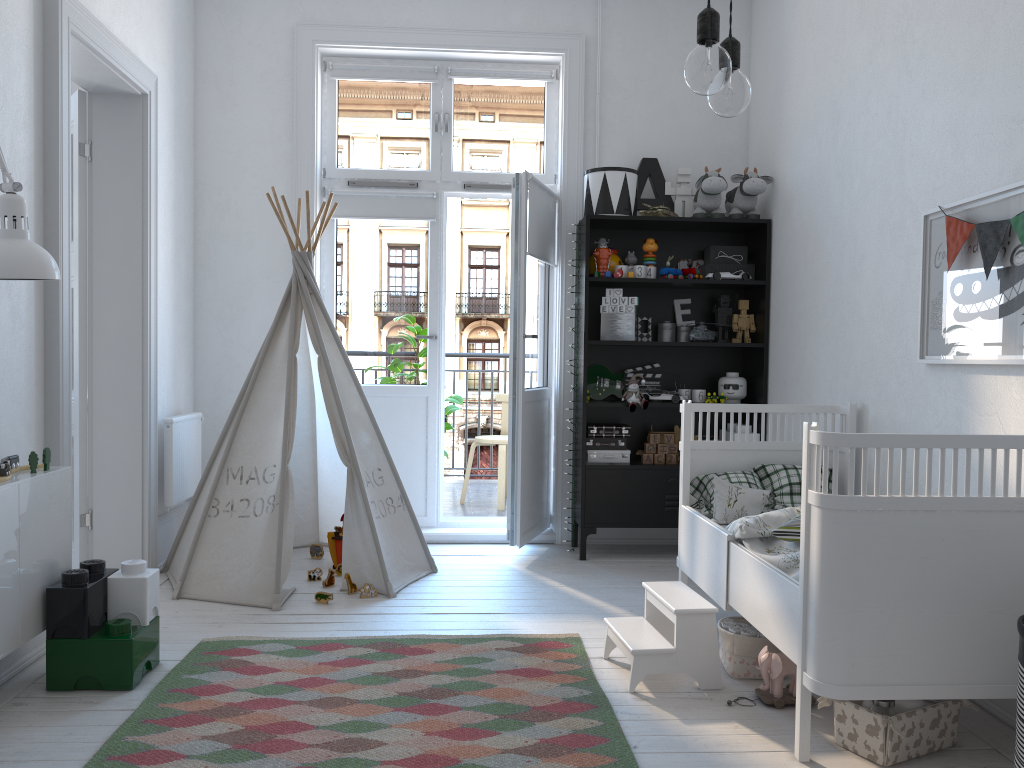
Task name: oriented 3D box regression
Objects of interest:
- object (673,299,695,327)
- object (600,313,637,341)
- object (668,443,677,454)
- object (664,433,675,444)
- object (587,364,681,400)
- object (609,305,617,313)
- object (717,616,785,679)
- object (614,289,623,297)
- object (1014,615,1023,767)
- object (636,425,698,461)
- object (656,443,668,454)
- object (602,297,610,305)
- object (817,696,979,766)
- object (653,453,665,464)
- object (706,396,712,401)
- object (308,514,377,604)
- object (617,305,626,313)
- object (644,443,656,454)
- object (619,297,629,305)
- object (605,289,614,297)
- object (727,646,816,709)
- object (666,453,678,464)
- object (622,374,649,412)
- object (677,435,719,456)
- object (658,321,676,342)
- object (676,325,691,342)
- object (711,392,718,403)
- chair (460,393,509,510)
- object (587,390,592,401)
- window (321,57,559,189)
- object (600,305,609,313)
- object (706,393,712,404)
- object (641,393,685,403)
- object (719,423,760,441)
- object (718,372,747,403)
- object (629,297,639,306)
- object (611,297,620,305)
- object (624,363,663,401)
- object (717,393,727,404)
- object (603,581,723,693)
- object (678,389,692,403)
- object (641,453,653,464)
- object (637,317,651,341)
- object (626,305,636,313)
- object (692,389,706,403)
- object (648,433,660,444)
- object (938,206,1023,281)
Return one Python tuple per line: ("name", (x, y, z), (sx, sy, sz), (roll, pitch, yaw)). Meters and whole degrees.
("object", (0.898, -0.371, 4.624), (0.107, 0.151, 0.055), (1, 2, -4))
("object", (0.530, -0.280, 4.406), (0.170, 0.138, 0.124), (1, 2, 11))
("object", (0.802, 0.323, 4.460), (0.050, 0.050, 0.050), (1, 2, -4))
("object", (0.790, 0.273, 4.444), (0.050, 0.050, 0.050), (1, 2, 16))
("object", (0.634, 0.020, 4.605), (0.542, 0.239, 0.093), (1, 2, -3))
("object", (0.498, -0.368, 4.381), (0.040, 0.040, 0.040), (1, 2, 1))
("object", (0.764, 0.835, 2.827), (0.215, 0.148, 0.240), (1, 2, 3))
("object", (0.523, -0.448, 4.365), (0.040, 0.040, 0.040), (1, 2, 6))
("object", (1.189, 0.685, 1.747), (0.345, 0.513, 0.346), (0, 2, -13))
("object", (0.812, 0.304, 4.566), (0.337, 0.186, 0.111), (1, 2, 11))
("object", (0.750, 0.323, 4.429), (0.050, 0.050, 0.050), (1, 2, -4))
("object", (0.465, -0.409, 4.378), (0.040, 0.040, 0.040), (1, 2, 6))
("object", (0.987, 0.844, 2.273), (0.360, 0.163, 0.242), (0, 2, -28))
("object", (0.733, 0.372, 4.430), (0.050, 0.050, 0.050), (1, 2, 1))
("object", (0.971, 0.074, 4.601), (0.163, 0.034, 0.069), (1, 2, -4))
("object", (-0.703, 0.714, 3.912), (0.385, 0.284, 0.856), (1, 2, -12))
("object", (0.540, -0.367, 4.364), (0.040, 0.040, 0.040), (1, 2, 11))
("object", (0.692, 0.321, 4.446), (0.050, 0.050, 0.050), (1, 2, -4))
("object", (0.554, -0.407, 4.360), (0.040, 0.040, 0.040), (2, 2, 26))
("object", (0.482, -0.449, 4.373), (0.040, 0.040, 0.040), (1, 2, 1))
("object", (0.738, 0.840, 2.554), (0.254, 0.152, 0.125), (1, 2, -5))
("object", (0.800, 0.373, 4.434), (0.050, 0.050, 0.050), (2, 2, 26))
("object", (0.602, 0.043, 4.310), (0.110, 0.186, 0.129), (0, 2, -17))
("object", (0.959, 0.331, 4.666), (0.347, 0.120, 0.034), (1, 2, -4))
("object", (0.799, -0.267, 4.579), (0.095, 0.110, 0.095), (1, 2, 1))
("object", (0.902, -0.255, 4.502), (0.078, 0.091, 0.246), (1, 2, -9))
("object", (1.014, 0.069, 4.446), (0.042, 0.054, 0.031), (1, 2, -3))
("chair", (-0.045, 0.428, 5.841), (0.436, 0.716, 0.498), (3, 3, 41))
("object", (0.384, 0.058, 4.513), (0.042, 0.054, 0.031), (1, 2, 7))
("window", (-0.375, -1.389, 4.725), (1.263, 0.660, 0.101), (1, 2, -4))
("object", (0.459, -0.369, 4.381), (0.040, 0.040, 0.040), (1, 2, 11))
("object", (0.975, 0.070, 4.390), (0.042, 0.054, 0.031), (-1, 3, -43))
("object", (0.751, 0.069, 4.437), (0.230, 0.048, 0.098), (1, 2, 21))
("object", (1.152, 0.302, 4.500), (0.132, 0.199, 0.267), (1, 2, -4))
("object", (1.119, 0.022, 4.502), (0.139, 0.162, 0.139), (0, 2, -29))
("object", (0.598, -0.406, 4.351), (0.040, 0.040, 0.040), (2, 2, 21))
("object", (0.509, -0.408, 4.369), (0.040, 0.040, 0.040), (1, 2, 16))
("object", (0.677, -0.010, 4.580), (0.201, 0.199, 0.048), (1, 2, -4))
("object", (1.046, 0.071, 4.418), (0.042, 0.054, 0.031), (3, 3, 42))
("object", (0.465, 0.782, 2.777), (0.288, 0.246, 0.332), (1, 2, -9))
("object", (0.874, 0.060, 4.484), (0.067, 0.067, 0.067), (1, 2, 10))
("object", (0.675, 0.371, 4.426), (0.050, 0.050, 0.050), (1, 2, -4))
("object", (0.688, -0.282, 4.606), (0.070, 0.135, 0.028), (1, 2, -4))
("object", (0.585, -0.366, 4.355), (0.040, 0.040, 0.040), (2, 2, 26))
("object", (0.936, 0.062, 4.441), (0.067, 0.067, 0.067), (1, 2, 10))
("object", (0.711, 0.272, 4.437), (0.050, 0.050, 0.050), (1, 2, -4))
("object", (1.373, -0.495, 2.369), (0.058, 0.415, 0.904), (1, 2, -4))
